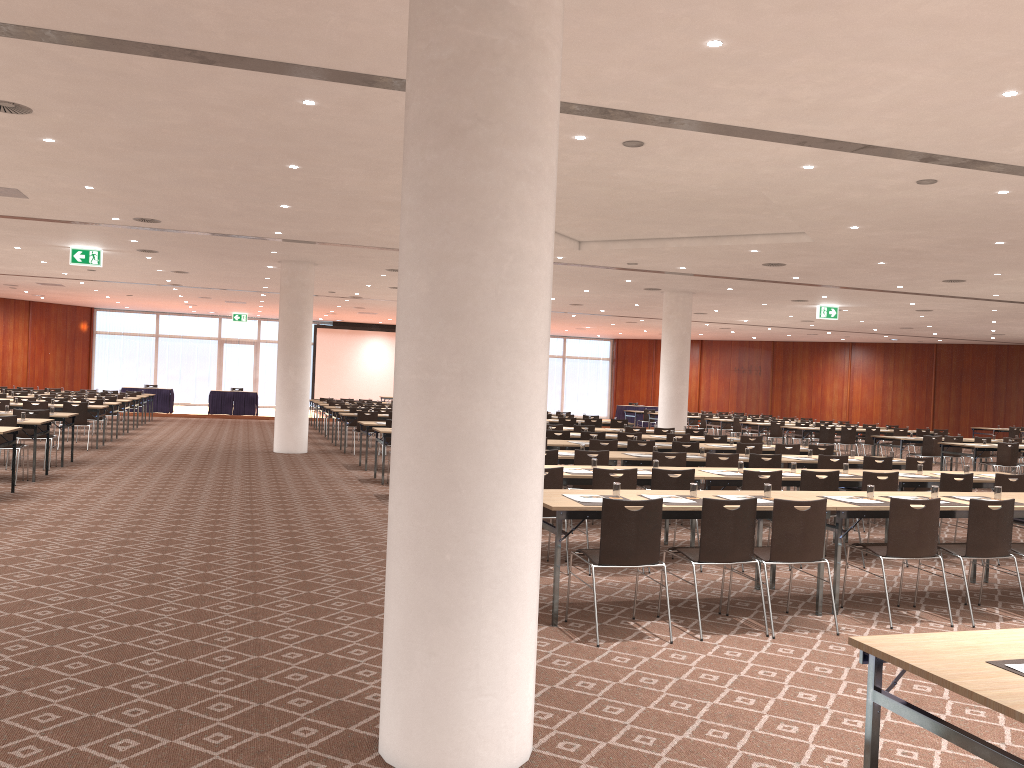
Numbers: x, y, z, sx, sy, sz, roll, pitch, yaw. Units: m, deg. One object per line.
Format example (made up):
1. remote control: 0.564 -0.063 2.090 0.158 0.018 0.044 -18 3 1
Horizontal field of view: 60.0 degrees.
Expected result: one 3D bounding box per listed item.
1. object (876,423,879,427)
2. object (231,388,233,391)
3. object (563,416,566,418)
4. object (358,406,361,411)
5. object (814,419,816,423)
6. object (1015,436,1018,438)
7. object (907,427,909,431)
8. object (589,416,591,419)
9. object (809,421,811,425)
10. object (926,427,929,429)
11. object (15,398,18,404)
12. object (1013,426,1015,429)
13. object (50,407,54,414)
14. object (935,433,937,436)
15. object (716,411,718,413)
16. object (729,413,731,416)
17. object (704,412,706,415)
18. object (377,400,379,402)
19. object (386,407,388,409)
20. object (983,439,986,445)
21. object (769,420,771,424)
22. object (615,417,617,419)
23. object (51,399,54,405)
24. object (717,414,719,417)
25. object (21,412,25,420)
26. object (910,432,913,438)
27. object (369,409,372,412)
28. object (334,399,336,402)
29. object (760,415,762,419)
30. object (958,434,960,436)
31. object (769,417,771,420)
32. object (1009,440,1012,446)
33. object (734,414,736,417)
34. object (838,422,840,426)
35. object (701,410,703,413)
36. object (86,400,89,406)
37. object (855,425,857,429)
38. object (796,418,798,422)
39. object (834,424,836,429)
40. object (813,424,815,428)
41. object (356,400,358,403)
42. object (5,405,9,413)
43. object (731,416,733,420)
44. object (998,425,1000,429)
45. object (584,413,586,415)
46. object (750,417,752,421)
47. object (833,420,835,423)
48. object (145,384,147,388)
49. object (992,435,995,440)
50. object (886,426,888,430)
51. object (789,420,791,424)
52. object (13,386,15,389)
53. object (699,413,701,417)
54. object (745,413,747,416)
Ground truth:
1. object: 10.624 1.197 25.778 0.054 0.114 0.054 3 1 17
2. object: -9.926 0.186 31.442 0.054 0.114 0.054 2 1 -6
3. object: 1.237 0.801 20.870 0.054 0.114 0.054 3 1 17
4. object: -3.688 0.590 21.477 0.054 0.114 0.054 3 1 39
5. object: 9.411 1.143 27.500 0.054 0.114 0.054 3 1 39
6. object: 11.567 1.242 20.328 0.054 0.114 0.054 3 1 17
7. object: 10.568 1.196 23.688 0.054 0.114 0.054 3 1 17
8. object: 1.848 0.827 21.049 0.054 0.114 0.054 3 1 17
9. object: 8.443 1.104 25.131 0.054 0.114 0.054 3 1 39
10. object: 11.181 1.222 23.860 0.054 0.114 0.054 3 1 17
11. object: -9.808 0.333 17.547 0.054 0.114 0.054 3 1 39
12. object: 16.852 1.459 29.755 0.054 0.114 0.054 3 1 39
13. object: -7.549 0.432 14.560 0.054 0.114 0.054 2 1 -28
14. object: 9.405 1.150 19.672 0.054 0.114 0.054 2 1 -28
15. object: 7.694 1.065 33.254 0.054 0.114 0.054 3 1 39
16. object: 7.650 1.065 31.146 0.054 0.114 0.054 3 1 39
17. object: 6.711 1.025 30.876 0.054 0.114 0.054 2 1 -28
18. object: -4.176 0.563 27.593 0.054 0.114 0.054 3 1 17
19. object: -3.059 0.617 21.655 0.054 0.114 0.054 3 1 39
20. object: 9.364 1.151 17.568 0.054 0.114 0.054 2 1 -28
21. object: 7.191 1.051 24.752 0.054 0.114 0.054 3 1 39
22. object: 2.484 0.854 21.236 0.054 0.114 0.054 3 1 39
23. object: -9.184 0.359 17.732 0.054 0.114 0.054 3 1 39
24. object: 6.676 1.025 28.768 0.054 0.114 0.054 2 1 -28
25. object: -6.972 0.458 12.646 0.054 0.114 0.054 2 1 -28
26. object: 8.786 1.124 19.498 0.054 0.114 0.054 2 1 -28
27. object: -3.118 0.616 19.564 0.054 0.114 0.054 3 1 39
28. object: -5.422 0.511 27.216 0.054 0.114 0.054 3 1 39
29. object: 8.215 1.091 29.237 0.054 0.114 0.054 3 1 39
30. object: 10.015 1.176 19.867 0.054 0.114 0.054 2 1 -28
31. object: 7.874 1.078 27.043 0.054 0.114 0.054 2 1 -28
32. object: 9.980 1.177 17.768 0.054 0.114 0.054 2 1 -28
33. object: 7.289 1.051 28.954 0.054 0.114 0.054 2 1 -28
34. object: 9.375 1.144 25.418 0.054 0.114 0.054 3 1 17
35. object: 7.075 1.038 33.066 0.054 0.114 0.054 3 1 39
36. object: -8.571 0.385 17.904 0.054 0.114 0.054 3 1 39
37. object: 9.013 1.130 23.221 0.054 0.114 0.054 3 1 39
38. object: 8.789 1.117 27.319 0.054 0.114 0.054 3 1 39
39. object: 8.394 1.104 23.022 0.054 0.114 0.054 3 1 39
40. object: 7.773 1.078 22.838 0.054 0.114 0.054 3 1 39
41. object: -4.787 0.537 27.404 0.054 0.114 0.054 3 1 17
42. object: -8.185 0.405 14.372 0.054 0.114 0.054 2 1 -28
43. object: 6.626 1.025 26.662 0.054 0.114 0.054 2 1 -28
44. object: 16.225 1.432 29.562 0.054 0.114 0.054 3 1 39
45. object: 1.893 0.827 23.151 0.054 0.114 0.054 3 1 39
46. object: 7.249 1.052 26.860 0.054 0.114 0.054 2 1 -28
47. object: 10.047 1.170 27.697 0.054 0.114 0.054 3 1 39
48. object: -12.647 0.071 30.621 0.054 0.114 0.054 2 1 -6
49. object: 10.947 1.216 20.143 0.054 0.114 0.054 3 1 17
50. object: 9.944 1.170 23.502 0.054 0.114 0.054 3 1 17
51. object: 7.820 1.078 24.946 0.054 0.114 0.054 3 1 39
52. object: -14.861 0.108 26.460 0.054 0.114 0.054 3 1 39
53. object: 6.050 0.999 28.580 0.054 0.114 0.054 2 1 -28
54. object: 8.266 1.091 31.338 0.054 0.114 0.054 3 1 39
